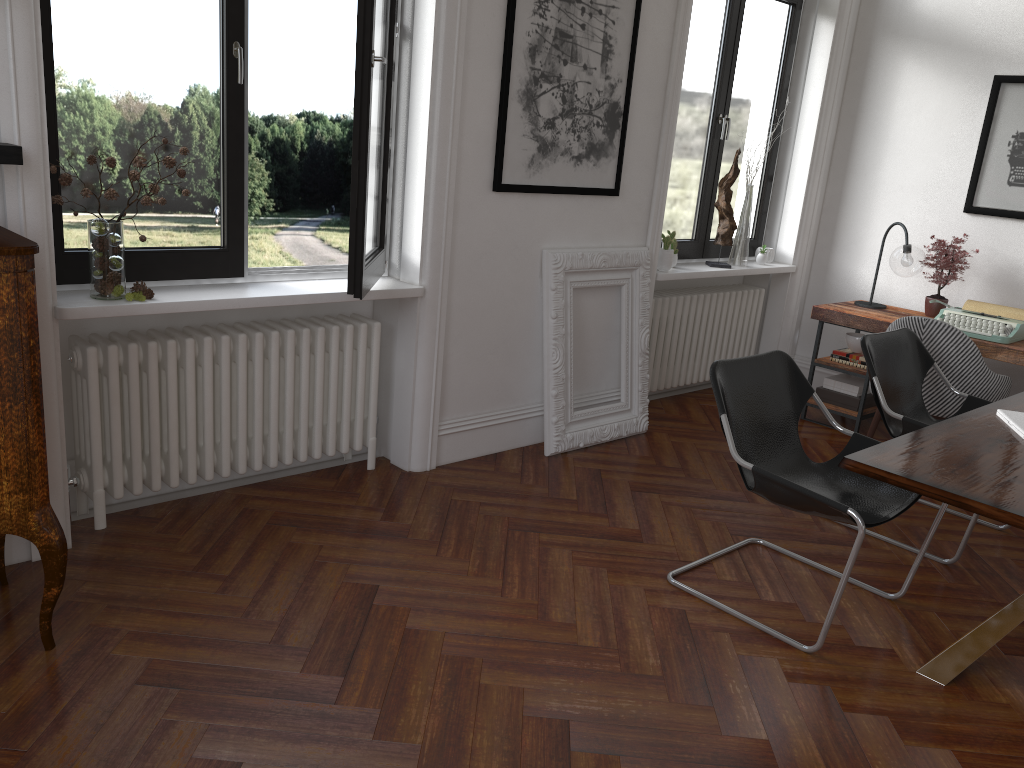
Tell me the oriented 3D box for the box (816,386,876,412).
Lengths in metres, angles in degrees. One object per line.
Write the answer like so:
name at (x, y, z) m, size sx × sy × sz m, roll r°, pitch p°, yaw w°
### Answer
box at (2.174, 0.079, 5.733) m, size 0.317 × 0.083 × 0.295 m, roll -9°, pitch 21°, yaw -42°

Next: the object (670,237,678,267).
object at (0.985, -0.816, 5.476) m, size 0.097 × 0.186 × 0.098 m, roll -1°, pitch 17°, yaw -21°

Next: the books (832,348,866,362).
books at (2.188, -0.184, 5.618) m, size 0.190 × 0.023 × 0.238 m, roll -10°, pitch 21°, yaw -43°

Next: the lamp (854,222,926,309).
lamp at (2.384, -0.735, 5.562) m, size 0.207 × 0.553 × 0.439 m, roll -1°, pitch 17°, yaw -20°

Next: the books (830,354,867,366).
books at (2.187, -0.163, 5.622) m, size 0.208 × 0.023 × 0.250 m, roll -10°, pitch 21°, yaw -43°

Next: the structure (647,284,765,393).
structure at (1.215, -0.251, 6.015) m, size 1.450 × 0.783 × 0.224 m, roll -9°, pitch 22°, yaw -42°

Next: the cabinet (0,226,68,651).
cabinet at (-1.905, 0.232, 2.258) m, size 1.263 × 1.225 × 0.637 m, roll -10°, pitch 22°, yaw -42°

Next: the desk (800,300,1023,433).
desk at (2.697, 0.061, 5.270) m, size 0.646 × 0.762 × 1.791 m, roll -10°, pitch 22°, yaw -42°

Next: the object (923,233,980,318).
object at (2.656, -0.678, 5.482) m, size 0.290 × 0.532 × 0.306 m, roll 5°, pitch 16°, yaw 1°

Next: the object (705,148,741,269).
object at (1.367, -1.120, 5.643) m, size 0.165 × 0.758 × 0.142 m, roll 5°, pitch 17°, yaw -2°

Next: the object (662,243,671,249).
object at (0.928, -0.790, 5.360) m, size 0.051 × 0.189 × 0.051 m, roll 3°, pitch 17°, yaw -9°

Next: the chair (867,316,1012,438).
chair at (2.283, 0.065, 4.841) m, size 0.714 × 0.905 × 0.546 m, roll 18°, pitch 20°, yaw 37°

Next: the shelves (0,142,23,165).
shelves at (-2.068, -0.612, 2.197) m, size 1.512 × 0.055 × 0.155 m, roll -9°, pitch 21°, yaw -42°

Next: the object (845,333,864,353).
object at (2.194, -0.254, 5.618) m, size 0.173 × 0.110 × 0.172 m, roll 3°, pitch 16°, yaw -7°

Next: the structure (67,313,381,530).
structure at (-1.175, 0.137, 3.823) m, size 1.450 × 0.783 × 0.224 m, roll -9°, pitch 22°, yaw -42°

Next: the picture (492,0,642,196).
picture at (0.296, -1.587, 4.250) m, size 0.881 × 1.331 × 0.035 m, roll -10°, pitch 22°, yaw -42°

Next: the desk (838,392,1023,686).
desk at (2.121, 0.576, 3.196) m, size 2.222 × 0.756 × 1.026 m, roll -9°, pitch 21°, yaw -42°

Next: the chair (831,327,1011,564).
chair at (1.966, 0.256, 4.072) m, size 0.751 × 0.878 × 0.742 m, roll -10°, pitch 22°, yaw -42°

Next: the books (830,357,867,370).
books at (2.184, -0.142, 5.630) m, size 0.208 × 0.024 × 0.246 m, roll -10°, pitch 21°, yaw -43°

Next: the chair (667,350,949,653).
chair at (1.107, 0.396, 3.284) m, size 0.751 × 0.878 × 0.742 m, roll -10°, pitch 22°, yaw -42°

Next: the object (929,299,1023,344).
object at (2.674, -0.382, 5.128) m, size 0.483 × 0.149 × 0.533 m, roll -10°, pitch 22°, yaw -44°

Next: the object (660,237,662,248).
object at (0.865, -0.800, 5.328) m, size 0.051 × 0.214 × 0.051 m, roll 3°, pitch 17°, yaw -9°

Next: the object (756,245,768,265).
object at (1.711, -0.884, 6.061) m, size 0.072 × 0.135 × 0.071 m, roll 0°, pitch 17°, yaw -18°

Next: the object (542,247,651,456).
object at (0.480, -0.195, 4.838) m, size 0.828 × 1.068 × 0.232 m, roll -10°, pitch 22°, yaw -42°

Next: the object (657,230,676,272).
object at (0.914, -0.791, 5.255) m, size 0.098 × 0.246 × 0.102 m, roll 12°, pitch 18°, yaw 22°

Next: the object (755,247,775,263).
object at (1.779, -0.909, 6.239) m, size 0.132 × 0.098 × 0.134 m, roll 10°, pitch 16°, yaw 15°

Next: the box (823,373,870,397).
box at (2.179, 0.005, 5.713) m, size 0.256 × 0.067 × 0.237 m, roll -9°, pitch 21°, yaw -42°

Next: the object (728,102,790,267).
object at (1.600, -1.290, 5.769) m, size 0.295 × 1.060 × 0.288 m, roll -9°, pitch 22°, yaw -39°

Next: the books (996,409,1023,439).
books at (1.904, 0.160, 3.173) m, size 0.231 × 0.026 × 0.324 m, roll 8°, pitch 16°, yaw 10°

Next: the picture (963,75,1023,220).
picture at (3.091, -1.388, 5.237) m, size 0.050 × 0.821 × 0.631 m, roll -10°, pitch 22°, yaw -42°

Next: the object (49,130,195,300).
object at (-1.366, -0.624, 3.235) m, size 0.317 × 0.603 × 0.539 m, roll 10°, pitch 17°, yaw 16°
